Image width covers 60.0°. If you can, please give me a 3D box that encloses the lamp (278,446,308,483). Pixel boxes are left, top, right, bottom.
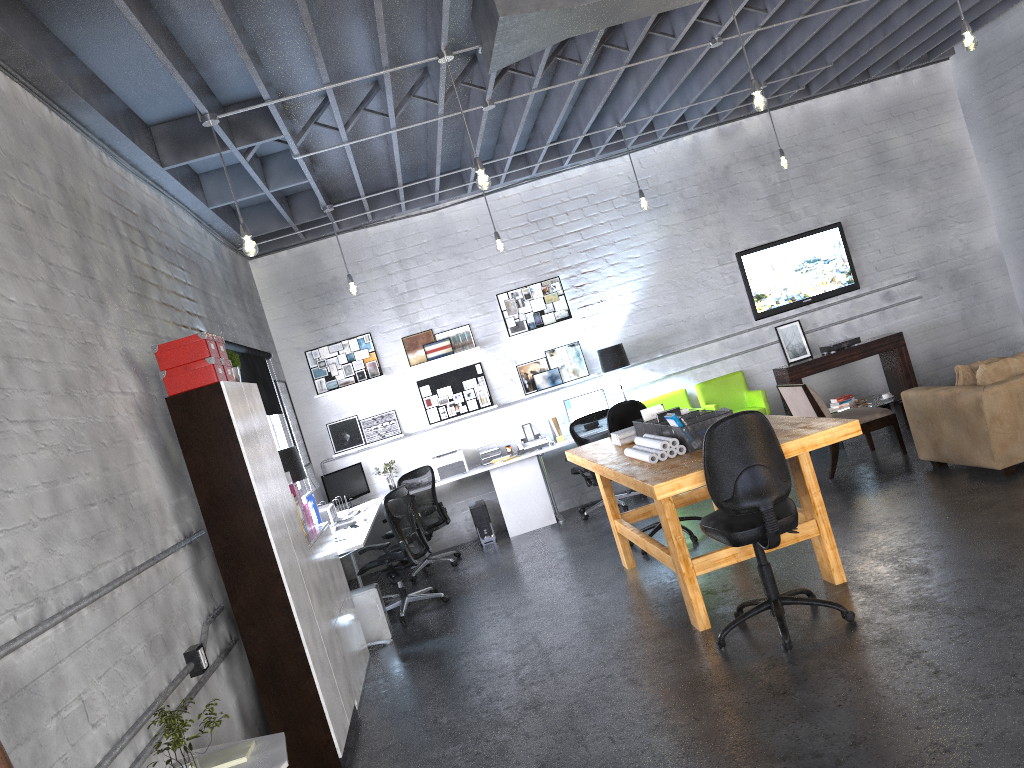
[{"bbox_3d":[-1.646,0.902,6.640,0.332,0.832,0.334,-19,2,-44],"label":"lamp"}]

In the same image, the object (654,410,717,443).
[{"bbox_3d":[1.098,0.283,5.560,0.316,0.156,0.306,-17,1,-5],"label":"object"}]

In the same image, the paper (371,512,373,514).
[{"bbox_3d":[-1.385,1.233,8.329,0.158,0.001,0.115,-17,1,-18],"label":"paper"}]

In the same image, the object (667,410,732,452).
[{"bbox_3d":[1.128,0.279,5.254,0.316,0.156,0.306,-17,1,-5],"label":"object"}]

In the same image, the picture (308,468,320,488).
[{"bbox_3d":[-2.103,0.997,9.412,0.036,0.221,0.289,-17,1,-5],"label":"picture"}]

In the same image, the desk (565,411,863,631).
[{"bbox_3d":[1.229,0.805,5.870,1.114,0.926,2.832,-17,1,-5],"label":"desk"}]

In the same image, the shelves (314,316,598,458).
[{"bbox_3d":[-0.599,0.022,9.769,3.022,0.694,0.199,-17,2,-5],"label":"shelves"}]

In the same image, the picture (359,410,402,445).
[{"bbox_3d":[-1.447,0.473,9.765,0.409,0.277,0.036,-17,2,-5],"label":"picture"}]

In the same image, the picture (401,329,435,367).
[{"bbox_3d":[-1.006,-0.396,9.808,0.355,0.343,0.042,-17,2,-5],"label":"picture"}]

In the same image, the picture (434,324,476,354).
[{"bbox_3d":[-0.630,-0.477,9.841,0.409,0.277,0.036,-17,2,-5],"label":"picture"}]

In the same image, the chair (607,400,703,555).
[{"bbox_3d":[1.132,0.692,7.127,0.658,1.165,0.687,-17,1,-7],"label":"chair"}]

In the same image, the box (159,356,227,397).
[{"bbox_3d":[-1.600,-0.034,4.475,0.270,0.131,0.206,-17,1,-5],"label":"box"}]

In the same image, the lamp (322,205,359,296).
[{"bbox_3d":[-1.620,-1.262,8.416,0.104,0.878,0.104,-17,2,-5],"label":"lamp"}]

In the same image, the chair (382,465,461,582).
[{"bbox_3d":[-0.994,1.388,8.887,0.754,1.032,0.730,-17,1,18],"label":"chair"}]

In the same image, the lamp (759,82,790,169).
[{"bbox_3d":[2.600,-2.561,8.818,0.104,0.878,0.103,-16,2,38],"label":"lamp"}]

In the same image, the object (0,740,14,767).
[{"bbox_3d":[-1.212,0.984,1.989,0.320,2.122,0.425,-17,2,-5],"label":"object"}]

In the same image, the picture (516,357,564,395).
[{"bbox_3d":[0.309,-0.103,9.923,0.451,0.345,0.054,-17,2,-5],"label":"picture"}]

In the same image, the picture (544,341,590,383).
[{"bbox_3d":[0.619,-0.231,9.961,0.409,0.409,0.047,-17,2,-5],"label":"picture"}]

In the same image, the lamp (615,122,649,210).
[{"bbox_3d":[1.184,-2.125,8.683,0.104,0.878,0.104,-17,2,-5],"label":"lamp"}]

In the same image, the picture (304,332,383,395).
[{"bbox_3d":[-1.842,-0.222,9.720,0.749,0.503,0.058,-17,2,-5],"label":"picture"}]

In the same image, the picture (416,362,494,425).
[{"bbox_3d":[-0.631,0.104,9.837,0.749,0.503,0.058,-17,2,-5],"label":"picture"}]

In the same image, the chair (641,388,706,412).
[{"bbox_3d":[1.849,0.561,9.844,0.611,0.921,0.516,-17,2,-5],"label":"chair"}]

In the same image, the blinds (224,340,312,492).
[{"bbox_3d":[-2.061,0.446,7.635,0.100,1.633,2.119,-17,1,-5],"label":"blinds"}]

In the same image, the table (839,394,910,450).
[{"bbox_3d":[3.573,0.369,9.067,0.873,0.300,0.873,-17,1,-2],"label":"table"}]

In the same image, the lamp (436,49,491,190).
[{"bbox_3d":[-0.291,-1.627,5.500,0.104,0.878,0.104,-17,2,-5],"label":"lamp"}]

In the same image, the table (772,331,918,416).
[{"bbox_3d":[3.807,0.011,10.089,1.409,0.820,0.404,-17,2,-5],"label":"table"}]

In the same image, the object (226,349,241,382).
[{"bbox_3d":[-1.654,-0.084,5.166,0.169,0.240,0.171,-17,1,-6],"label":"object"}]

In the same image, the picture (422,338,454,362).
[{"bbox_3d":[-0.813,-0.378,9.808,0.311,0.196,0.029,-17,2,-5],"label":"picture"}]

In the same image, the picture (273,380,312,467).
[{"bbox_3d":[-2.273,0.410,9.213,0.020,0.935,0.658,-17,1,-5],"label":"picture"}]

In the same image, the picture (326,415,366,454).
[{"bbox_3d":[-1.823,0.554,9.732,0.355,0.343,0.042,-17,2,-5],"label":"picture"}]

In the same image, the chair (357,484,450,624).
[{"bbox_3d":[-1.021,1.417,7.420,0.752,1.032,0.731,-17,1,-2],"label":"chair"}]

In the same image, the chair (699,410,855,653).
[{"bbox_3d":[1.196,0.710,4.556,0.658,1.165,0.687,-17,1,-7],"label":"chair"}]

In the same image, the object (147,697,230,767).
[{"bbox_3d":[-1.146,1.310,3.157,0.297,0.363,0.270,-16,2,30],"label":"object"}]

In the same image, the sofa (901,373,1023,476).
[{"bbox_3d":[4.283,0.015,6.601,2.329,0.629,1.104,-17,1,-5],"label":"sofa"}]

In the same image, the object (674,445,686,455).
[{"bbox_3d":[0.945,0.384,5.422,0.058,0.057,0.635,-17,1,-5],"label":"object"}]

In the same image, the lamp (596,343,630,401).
[{"bbox_3d":[1.196,-0.014,9.810,0.332,0.832,0.334,-19,2,-44],"label":"lamp"}]

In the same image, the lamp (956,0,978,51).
[{"bbox_3d":[2.889,-2.606,5.803,0.104,0.878,0.103,-16,2,38],"label":"lamp"}]

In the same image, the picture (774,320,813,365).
[{"bbox_3d":[3.234,-0.483,10.183,0.308,0.457,0.092,-17,2,-5],"label":"picture"}]

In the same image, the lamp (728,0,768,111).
[{"bbox_3d":[1.473,-2.170,5.668,0.104,0.878,0.104,-17,2,-5],"label":"lamp"}]

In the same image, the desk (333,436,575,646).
[{"bbox_3d":[-0.054,1.237,8.268,3.573,0.786,3.299,-17,1,-5],"label":"desk"}]

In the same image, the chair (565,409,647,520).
[{"bbox_3d":[0.863,0.814,9.218,0.730,1.032,0.754,-18,2,-37],"label":"chair"}]

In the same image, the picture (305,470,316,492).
[{"bbox_3d":[-2.069,0.992,9.066,0.036,0.221,0.289,-17,1,-5],"label":"picture"}]

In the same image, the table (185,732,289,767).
[{"bbox_3d":[-0.993,1.731,3.143,0.517,0.532,1.336,-17,1,-5],"label":"table"}]

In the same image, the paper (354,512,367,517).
[{"bbox_3d":[-1.429,1.244,8.455,0.158,0.001,0.115,-17,1,-22],"label":"paper"}]

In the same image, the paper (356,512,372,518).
[{"bbox_3d":[-1.391,1.234,8.334,0.158,0.001,0.115,-17,1,-17],"label":"paper"}]

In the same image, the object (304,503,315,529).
[{"bbox_3d":[-1.549,0.973,6.333,0.214,0.177,0.161,-17,1,-5],"label":"object"}]

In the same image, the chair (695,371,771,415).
[{"bbox_3d":[2.510,0.358,9.907,0.611,0.921,0.516,-17,2,-5],"label":"chair"}]

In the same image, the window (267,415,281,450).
[{"bbox_3d":[-2.207,0.428,7.622,0.030,1.220,1.822,-17,1,-5],"label":"window"}]

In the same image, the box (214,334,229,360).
[{"bbox_3d":[-1.659,-0.155,4.678,0.268,0.133,0.206,-17,1,-5],"label":"box"}]

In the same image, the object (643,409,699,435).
[{"bbox_3d":[1.069,0.288,5.866,0.316,0.156,0.306,-17,1,-5],"label":"object"}]

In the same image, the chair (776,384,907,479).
[{"bbox_3d":[2.903,0.308,7.857,0.724,0.842,0.575,-17,1,-5],"label":"chair"}]

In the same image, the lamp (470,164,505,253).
[{"bbox_3d":[-0.226,-1.691,8.549,0.104,0.878,0.104,-17,2,-5],"label":"lamp"}]

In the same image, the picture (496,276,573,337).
[{"bbox_3d":[0.250,-0.866,9.919,0.749,0.503,0.058,-17,2,-5],"label":"picture"}]

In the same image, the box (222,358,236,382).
[{"bbox_3d":[-1.620,-0.031,4.682,0.270,0.131,0.206,-17,1,-5],"label":"box"}]

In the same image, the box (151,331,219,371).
[{"bbox_3d":[-1.638,-0.158,4.471,0.270,0.131,0.206,-17,1,-5],"label":"box"}]

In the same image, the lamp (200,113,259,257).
[{"bbox_3d":[-1.701,-1.194,5.366,0.104,0.878,0.104,-17,2,-5],"label":"lamp"}]
